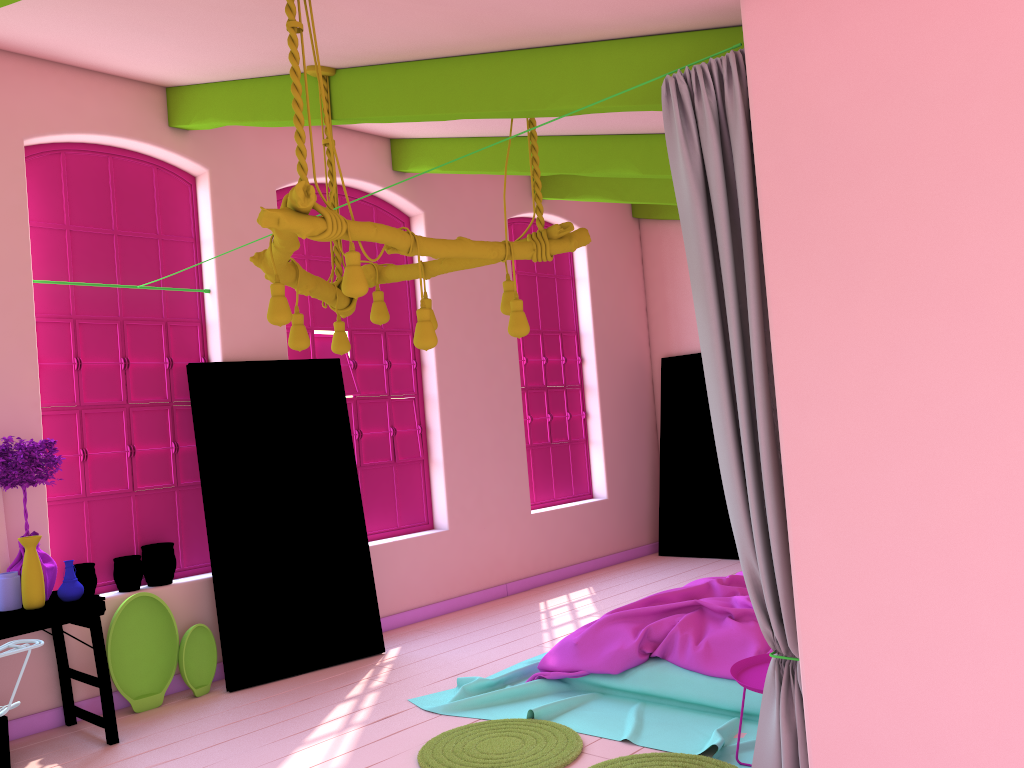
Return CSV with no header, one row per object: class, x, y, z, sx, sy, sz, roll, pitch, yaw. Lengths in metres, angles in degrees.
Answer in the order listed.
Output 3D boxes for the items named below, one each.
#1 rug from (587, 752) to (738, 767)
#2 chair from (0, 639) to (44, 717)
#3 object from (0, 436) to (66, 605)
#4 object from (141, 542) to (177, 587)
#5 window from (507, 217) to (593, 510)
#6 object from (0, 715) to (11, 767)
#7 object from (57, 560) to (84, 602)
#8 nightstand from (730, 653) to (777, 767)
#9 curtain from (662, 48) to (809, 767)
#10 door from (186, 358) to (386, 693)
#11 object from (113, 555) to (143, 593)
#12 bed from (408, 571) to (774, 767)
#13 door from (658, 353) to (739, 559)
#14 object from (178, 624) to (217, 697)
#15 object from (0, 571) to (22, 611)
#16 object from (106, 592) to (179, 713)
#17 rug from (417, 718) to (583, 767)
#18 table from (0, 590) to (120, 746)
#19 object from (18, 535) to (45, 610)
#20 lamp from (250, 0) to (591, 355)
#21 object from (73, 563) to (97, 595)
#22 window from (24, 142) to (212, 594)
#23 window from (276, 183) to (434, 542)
rug,0.623,1.711,3.725,0.792,0.021,0.793,-4,-3,-20
chair,-2.638,1.378,3.892,1.078,1.238,0.925,-4,-2,-12
object,-2.774,0.763,5.023,0.441,0.950,0.503,-5,-2,3
object,-2.379,1.215,5.975,0.223,0.272,0.223,-6,-2,30
window,0.340,-0.247,9.229,0.072,3.046,1.274,-6,-2,43
object,-2.981,1.914,4.623,0.446,0.277,0.521,-7,-3,43
object,-2.466,1.096,4.949,0.132,0.219,0.132,-3,-2,-30
nightstand,1.252,1.443,3.768,0.596,0.458,0.596,-4,-2,-10
curtain,0.906,0.275,3.106,0.519,2.784,0.525,-5,-2,24
door,-1.596,0.910,6.316,1.153,2.210,0.450,-3,-2,-37
object,-2.517,1.245,5.819,0.182,0.222,0.182,-6,-2,25
bed,1.536,1.477,5.612,2.804,0.513,3.575,-7,-3,43
door,2.098,0.749,9.592,1.154,2.210,0.450,-6,-2,43
object,-2.083,1.798,5.796,0.137,0.462,0.284,-6,-2,28
object,-2.744,1.130,4.842,0.109,0.197,0.109,-4,-2,-10
object,-2.370,1.679,5.610,0.218,0.733,0.451,-6,-3,43
rug,-0.058,1.793,4.362,0.793,0.021,0.792,-6,-3,25
table,-3.205,1.649,4.380,0.655,0.820,2.192,-6,-3,43
object,-2.593,1.019,4.793,0.116,0.382,0.116,-5,-2,17
lamp,-0.732,-1.232,4.008,1.611,2.264,1.775,-6,-2,25
object,-2.720,1.252,5.601,0.182,0.222,0.182,-5,-2,20
window,-2.632,-0.141,6.030,0.072,3.046,1.274,-6,-2,43
window,-1.342,-0.177,7.435,0.214,3.008,1.513,-6,-2,43
